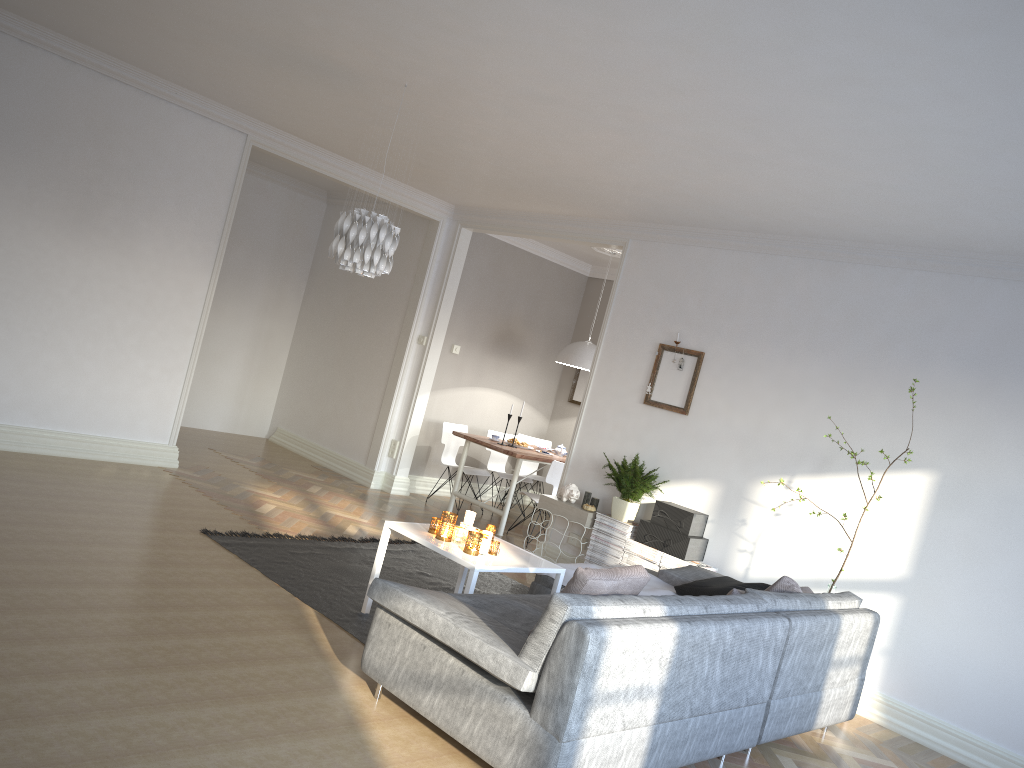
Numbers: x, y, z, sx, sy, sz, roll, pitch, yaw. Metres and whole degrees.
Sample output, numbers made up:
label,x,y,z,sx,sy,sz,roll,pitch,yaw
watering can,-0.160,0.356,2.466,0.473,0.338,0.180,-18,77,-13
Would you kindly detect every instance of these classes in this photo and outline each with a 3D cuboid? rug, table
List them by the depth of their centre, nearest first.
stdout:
label,x,y,z,sx,sy,sz,roll,pitch,yaw
table,-0.256,1.087,4.658,0.713,0.504,0.676,16,2,44
rug,-0.511,1.256,5.404,2.106,0.055,2.019,16,1,43
table,1.145,1.438,6.016,0.326,0.499,0.247,16,2,44
table,0.926,1.376,6.233,0.326,0.499,0.247,16,2,44
table,0.725,1.268,6.444,0.320,0.597,0.247,17,2,44
table,0.398,1.188,6.716,0.552,0.576,0.299,16,2,44
table,0.317,1.045,8.658,0.851,0.750,1.990,16,2,44

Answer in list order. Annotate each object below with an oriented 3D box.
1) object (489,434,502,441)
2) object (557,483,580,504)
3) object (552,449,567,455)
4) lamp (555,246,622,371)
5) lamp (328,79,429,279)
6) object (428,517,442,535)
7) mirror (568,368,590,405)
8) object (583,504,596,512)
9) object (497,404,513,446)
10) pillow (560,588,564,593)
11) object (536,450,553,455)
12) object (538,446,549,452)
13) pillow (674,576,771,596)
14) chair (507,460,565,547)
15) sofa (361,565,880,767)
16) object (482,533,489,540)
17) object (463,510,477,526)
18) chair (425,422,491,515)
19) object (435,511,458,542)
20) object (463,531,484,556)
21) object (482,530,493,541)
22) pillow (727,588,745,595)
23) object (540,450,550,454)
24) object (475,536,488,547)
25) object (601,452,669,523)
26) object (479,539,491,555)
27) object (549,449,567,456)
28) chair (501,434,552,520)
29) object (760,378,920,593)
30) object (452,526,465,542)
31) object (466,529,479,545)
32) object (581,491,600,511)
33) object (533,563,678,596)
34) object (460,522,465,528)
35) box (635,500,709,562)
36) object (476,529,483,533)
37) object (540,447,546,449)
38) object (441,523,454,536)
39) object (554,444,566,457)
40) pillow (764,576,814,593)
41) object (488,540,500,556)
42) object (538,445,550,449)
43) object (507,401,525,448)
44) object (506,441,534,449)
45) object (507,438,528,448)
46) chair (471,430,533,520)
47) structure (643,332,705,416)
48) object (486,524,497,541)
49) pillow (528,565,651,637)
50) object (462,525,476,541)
label,x,y,z,sx,sy,sz,roll,pitch,yaw
object,-0.155,0.507,8.327,0.116,0.056,0.137,15,1,-16
object,0.438,0.824,6.740,0.137,0.150,0.310,15,1,-16
object,0.490,0.685,8.854,0.202,0.022,0.193,14,1,-26
lamp,0.831,-0.720,8.597,0.531,1.182,0.529,14,2,-39
lamp,-0.713,-1.117,4.840,0.355,1.066,0.354,15,2,-4
object,-0.403,0.746,4.662,0.059,0.079,0.060,16,2,34
mirror,0.872,-0.021,9.726,0.473,0.558,0.052,16,2,44
object,0.573,0.916,6.566,0.099,0.046,0.104,15,1,0
object,-0.040,0.366,8.127,0.095,0.396,0.095,16,2,39
pillow,0.447,1.010,3.946,0.405,0.194,0.405,16,1,30
object,0.307,0.652,8.369,0.179,0.014,0.180,15,1,9
object,0.295,0.633,8.548,0.129,0.038,0.129,16,1,44
pillow,1.176,1.162,4.933,0.402,0.248,0.420,14,1,-26
chair,0.329,1.043,7.821,0.432,0.786,0.478,14,2,-26
sofa,0.491,1.182,4.335,1.551,0.773,2.637,16,1,44
object,-0.154,0.816,4.601,0.060,0.073,0.060,14,2,-21
object,-0.227,0.719,4.740,0.060,0.073,0.060,14,2,-30
chair,-0.480,0.814,8.559,0.478,0.786,0.432,16,2,34
object,-0.338,0.733,4.568,0.090,0.140,0.087,15,2,14
object,-0.192,0.793,4.418,0.080,0.104,0.080,16,2,34
object,-0.137,0.819,4.702,0.060,0.073,0.060,14,2,-21
pillow,1.060,1.121,4.376,0.415,0.311,0.336,14,2,-41
object,0.305,0.648,8.357,0.100,0.025,0.066,15,1,21
object,-0.162,0.816,4.536,0.060,0.073,0.060,14,2,-21
object,0.838,0.748,6.404,0.437,0.527,0.369,16,2,44
object,-0.145,0.821,4.471,0.060,0.073,0.060,15,1,6
object,0.488,0.689,8.849,0.286,0.020,0.287,15,1,16
chair,0.206,0.981,9.504,0.432,0.786,0.478,15,2,-15
object,1.828,0.701,5.164,0.775,1.675,0.340,15,2,3
object,-0.280,0.782,4.618,0.060,0.073,0.060,16,2,33
object,-0.208,0.801,4.636,0.060,0.073,0.060,15,1,0
object,0.595,0.875,6.667,0.123,0.134,0.062,15,2,-5
object,0.567,1.300,5.079,0.724,0.437,0.813,16,2,42
object,-0.258,0.786,4.772,0.060,0.073,0.060,16,2,24
box,1.111,1.004,6.139,0.418,0.316,0.299,16,2,44
object,-0.178,0.815,4.767,0.052,0.058,0.050,15,1,13
object,0.294,0.632,8.549,0.085,0.039,0.082,15,1,9
object,-0.338,0.766,4.642,0.060,0.073,0.060,16,2,33
object,0.475,0.639,8.603,0.124,0.119,0.143,14,2,-42
pillow,1.373,1.170,4.623,0.323,0.403,0.430,16,2,31
object,-0.087,0.839,4.531,0.054,0.068,0.047,15,2,4
object,0.308,0.634,8.717,0.129,0.038,0.129,14,1,-41
object,0.059,0.364,8.181,0.095,0.449,0.095,16,2,39
object,0.068,0.584,8.424,0.286,0.020,0.287,16,1,31
object,0.052,0.553,8.429,0.197,0.063,0.188,15,1,14
chair,-0.064,0.918,8.984,0.432,0.786,0.478,14,2,-36
structure,1.190,-0.092,6.489,0.397,0.575,0.053,16,2,41
object,-0.121,0.818,4.874,0.060,0.079,0.060,16,2,38
pillow,0.303,0.869,3.464,0.241,0.390,0.427,16,2,44
object,-0.231,0.794,4.711,0.060,0.073,0.060,16,2,24
